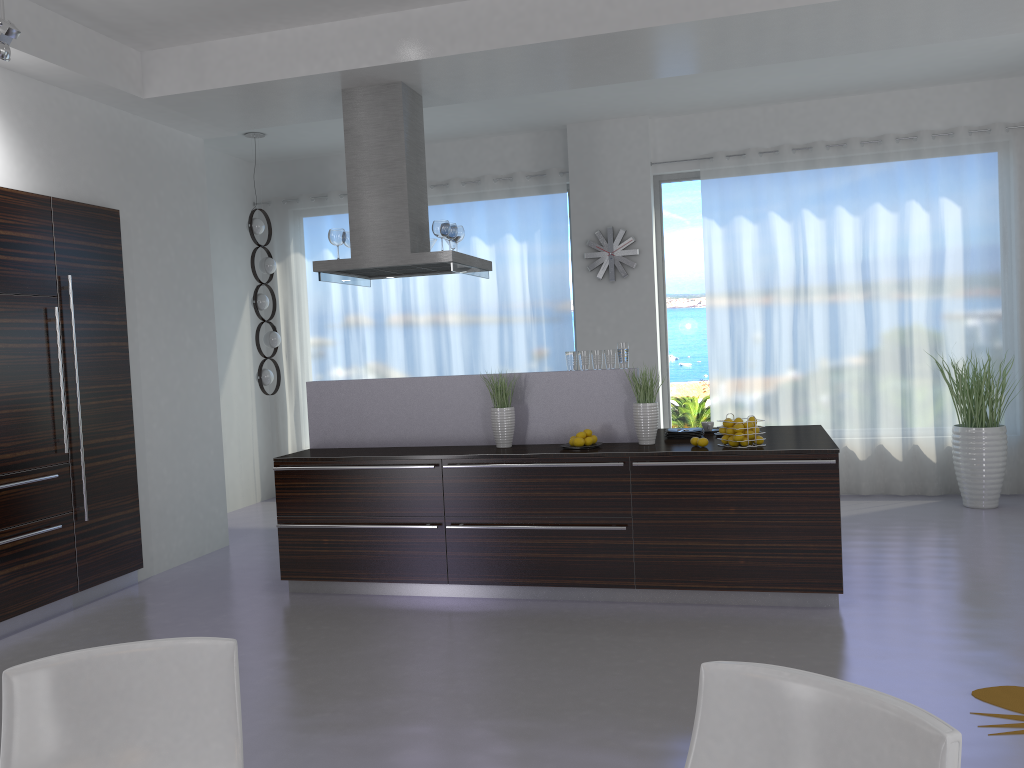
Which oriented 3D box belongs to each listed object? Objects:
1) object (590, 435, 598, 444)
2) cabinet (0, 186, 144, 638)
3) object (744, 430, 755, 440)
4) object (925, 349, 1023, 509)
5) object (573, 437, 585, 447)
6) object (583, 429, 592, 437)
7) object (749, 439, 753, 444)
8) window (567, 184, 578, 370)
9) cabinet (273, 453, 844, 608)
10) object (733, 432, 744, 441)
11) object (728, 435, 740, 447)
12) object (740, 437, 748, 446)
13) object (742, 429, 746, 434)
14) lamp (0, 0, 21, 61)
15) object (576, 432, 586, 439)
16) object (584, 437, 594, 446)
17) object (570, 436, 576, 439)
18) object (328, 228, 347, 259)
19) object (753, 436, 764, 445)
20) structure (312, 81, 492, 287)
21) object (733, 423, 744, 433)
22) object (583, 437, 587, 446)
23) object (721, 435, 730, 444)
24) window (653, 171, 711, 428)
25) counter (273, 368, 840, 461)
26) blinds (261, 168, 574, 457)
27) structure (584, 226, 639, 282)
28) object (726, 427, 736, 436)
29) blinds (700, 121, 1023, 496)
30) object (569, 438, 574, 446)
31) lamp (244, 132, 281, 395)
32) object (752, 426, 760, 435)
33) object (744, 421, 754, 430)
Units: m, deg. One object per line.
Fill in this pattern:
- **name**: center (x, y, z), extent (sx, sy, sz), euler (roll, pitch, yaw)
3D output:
- **object**: center (0.477, 0.329, 5.248), extent (0.063, 0.053, 0.051), euler (-4, 3, -34)
- **cabinet**: center (-3.284, 0.199, 4.273), extent (0.669, 2.500, 3.600), euler (-2, 3, 15)
- **object**: center (1.305, 0.279, 4.879), extent (0.061, 0.055, 0.051), euler (-3, 2, -6)
- **object**: center (3.704, 0.322, 7.048), extent (0.713, 1.334, 0.656), euler (-2, 3, 15)
- **object**: center (0.390, 0.340, 5.171), extent (0.070, 0.058, 0.060), euler (-2, 2, 14)
- **object**: center (0.447, 0.290, 5.244), extent (0.053, 0.048, 0.063), euler (-4, 3, -19)
- **object**: center (1.319, 0.313, 4.942), extent (0.061, 0.055, 0.050), euler (-4, 3, -29)
- **window**: center (-0.774, -0.625, 8.996), extent (3.000, 2.500, 0.100), euler (-2, 3, 15)
- **cabinet**: center (0.299, 0.789, 5.668), extent (3.285, 0.852, 1.377), euler (-2, 3, 15)
- **object**: center (1.241, 0.290, 4.852), extent (0.061, 0.054, 0.052), euler (-3, 2, -8)
- **object**: center (1.232, 0.315, 4.908), extent (0.064, 0.063, 0.074), euler (-1, 3, 36)
- **object**: center (1.278, 0.316, 4.873), extent (0.051, 0.053, 0.063), euler (-2, 3, 23)
- **object**: center (1.286, 0.275, 4.903), extent (0.051, 0.053, 0.062), euler (-2, 3, 23)
- **lamp**: center (-2.377, -1.841, 4.183), extent (0.171, 0.511, 0.605), euler (-5, 3, -43)
- **object**: center (0.405, 0.304, 5.213), extent (0.061, 0.047, 0.053), euler (-2, 3, 18)
- **object**: center (0.448, 0.336, 5.199), extent (0.061, 0.054, 0.052), euler (-3, 2, -8)
- **object**: center (0.373, 0.336, 5.281), extent (0.052, 0.054, 0.061), euler (-4, 3, -28)
- **object**: center (-1.186, -0.941, 6.034), extent (0.125, 0.221, 0.125), euler (-1, 3, 40)
- **object**: center (1.361, 0.311, 4.900), extent (0.062, 0.052, 0.053), euler (-5, 3, -35)
- **structure**: center (-0.762, -1.345, 6.204), extent (0.981, 1.231, 0.915), euler (-2, 3, 15)
- **object**: center (1.246, 0.243, 4.875), extent (0.061, 0.052, 0.053), euler (-2, 3, 28)
- **object**: center (0.425, 0.336, 5.253), extent (0.057, 0.060, 0.071), euler (-2, 3, 17)
- **object**: center (1.200, 0.309, 4.960), extent (0.060, 0.057, 0.052), euler (-2, 3, 17)
- **window**: center (2.842, -0.762, 8.012), extent (3.000, 2.500, 0.100), euler (-2, 3, 15)
- **counter**: center (0.293, 0.565, 5.668), extent (3.291, 1.300, 1.302), euler (-2, 3, 15)
- **blinds**: center (-0.980, -0.421, 8.831), extent (3.245, 3.112, 0.120), euler (-2, 3, 15)
- **structure**: center (0.914, -1.196, 8.157), extent (0.505, 0.505, 0.076), euler (-2, 3, 15)
- **object**: center (1.219, 0.264, 4.922), extent (0.062, 0.053, 0.052), euler (-3, 2, -13)
- **blinds**: center (3.134, -0.576, 7.711), extent (2.830, 3.112, 0.120), euler (-2, 3, 15)
- **object**: center (0.367, 0.343, 5.226), extent (0.063, 0.051, 0.053), euler (-2, 3, 19)
- **lamp**: center (-2.276, -1.079, 8.095), extent (0.180, 2.370, 0.367), euler (-2, 2, 9)
- **object**: center (1.345, 0.260, 4.920), extent (0.061, 0.054, 0.053), euler (-4, 3, -29)
- **object**: center (1.303, 0.228, 4.882), extent (0.051, 0.053, 0.063), euler (-2, 3, 28)
